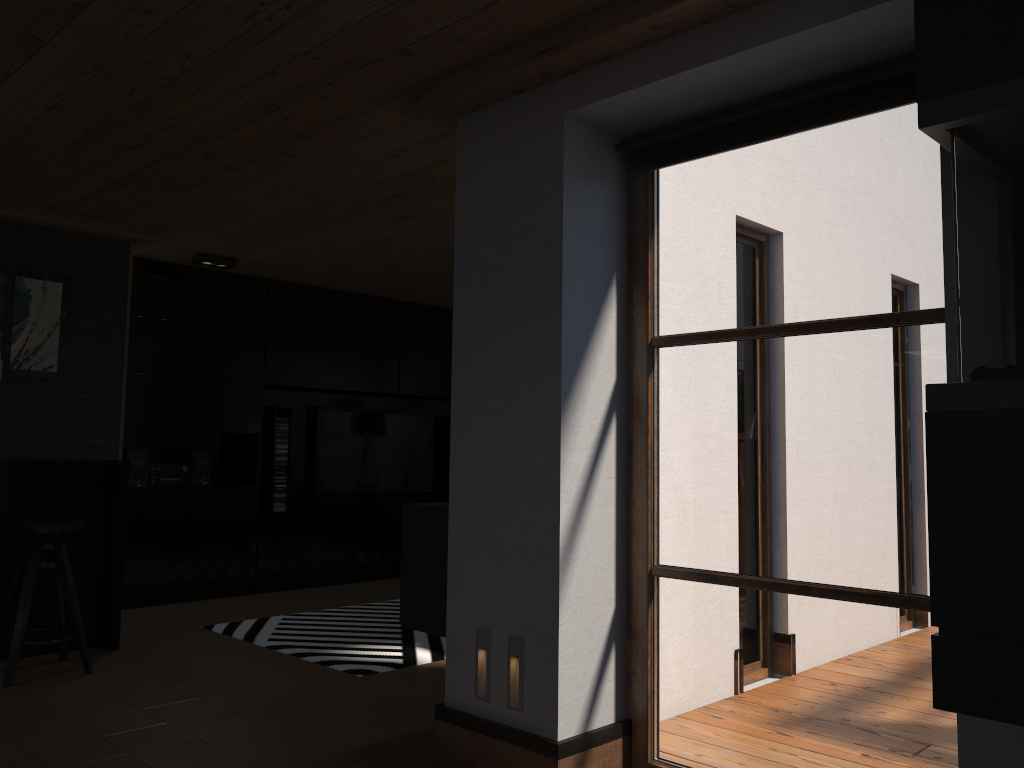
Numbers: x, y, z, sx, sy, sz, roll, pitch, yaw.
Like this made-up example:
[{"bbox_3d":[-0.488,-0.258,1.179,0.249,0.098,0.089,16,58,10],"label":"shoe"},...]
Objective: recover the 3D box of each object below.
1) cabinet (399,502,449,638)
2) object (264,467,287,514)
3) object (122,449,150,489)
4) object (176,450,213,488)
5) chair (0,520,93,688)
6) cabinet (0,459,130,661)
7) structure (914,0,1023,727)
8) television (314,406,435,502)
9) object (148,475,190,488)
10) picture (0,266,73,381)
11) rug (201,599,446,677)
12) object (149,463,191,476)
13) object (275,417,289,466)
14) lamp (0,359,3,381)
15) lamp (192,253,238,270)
[{"bbox_3d":[0.036,0.720,3.639,0.353,0.469,0.966,-4,-7,45],"label":"cabinet"},{"bbox_3d":[-1.879,0.836,7.033,0.123,0.379,0.126,-4,-7,44],"label":"object"},{"bbox_3d":[-2.657,0.591,6.173,0.262,0.266,0.158,-4,-7,44],"label":"object"},{"bbox_3d":[-2.333,0.620,6.499,0.262,0.266,0.158,-4,-7,44],"label":"object"},{"bbox_3d":[-2.262,1.035,4.263,0.388,0.722,0.397,-4,-7,44],"label":"chair"},{"bbox_3d":[-2.818,0.878,4.350,0.424,1.011,1.644,-4,-7,45],"label":"cabinet"},{"bbox_3d":[1.411,-0.272,1.282,1.426,1.651,0.438,-4,-7,44],"label":"structure"},{"bbox_3d":[-1.186,0.625,7.775,0.050,0.814,1.267,-4,-7,45],"label":"television"},{"bbox_3d":[-2.498,0.694,6.331,0.255,0.088,0.288,-4,-6,45],"label":"object"},{"bbox_3d":[-2.832,-0.346,4.686,0.010,0.594,0.936,-4,-7,45],"label":"picture"},{"bbox_3d":[-0.282,1.523,5.841,1.641,0.020,2.933,-4,-6,44],"label":"rug"},{"bbox_3d":[-2.492,0.607,6.334,0.267,0.088,0.288,-4,-6,45],"label":"object"},{"bbox_3d":[-1.873,0.459,7.067,0.123,0.380,0.126,-4,-7,44],"label":"object"},{"bbox_3d":[-2.740,0.126,4.488,0.250,0.516,0.244,5,-7,-42],"label":"lamp"},{"bbox_3d":[-2.038,-0.847,6.080,0.153,0.068,0.264,-4,-6,45],"label":"lamp"}]
